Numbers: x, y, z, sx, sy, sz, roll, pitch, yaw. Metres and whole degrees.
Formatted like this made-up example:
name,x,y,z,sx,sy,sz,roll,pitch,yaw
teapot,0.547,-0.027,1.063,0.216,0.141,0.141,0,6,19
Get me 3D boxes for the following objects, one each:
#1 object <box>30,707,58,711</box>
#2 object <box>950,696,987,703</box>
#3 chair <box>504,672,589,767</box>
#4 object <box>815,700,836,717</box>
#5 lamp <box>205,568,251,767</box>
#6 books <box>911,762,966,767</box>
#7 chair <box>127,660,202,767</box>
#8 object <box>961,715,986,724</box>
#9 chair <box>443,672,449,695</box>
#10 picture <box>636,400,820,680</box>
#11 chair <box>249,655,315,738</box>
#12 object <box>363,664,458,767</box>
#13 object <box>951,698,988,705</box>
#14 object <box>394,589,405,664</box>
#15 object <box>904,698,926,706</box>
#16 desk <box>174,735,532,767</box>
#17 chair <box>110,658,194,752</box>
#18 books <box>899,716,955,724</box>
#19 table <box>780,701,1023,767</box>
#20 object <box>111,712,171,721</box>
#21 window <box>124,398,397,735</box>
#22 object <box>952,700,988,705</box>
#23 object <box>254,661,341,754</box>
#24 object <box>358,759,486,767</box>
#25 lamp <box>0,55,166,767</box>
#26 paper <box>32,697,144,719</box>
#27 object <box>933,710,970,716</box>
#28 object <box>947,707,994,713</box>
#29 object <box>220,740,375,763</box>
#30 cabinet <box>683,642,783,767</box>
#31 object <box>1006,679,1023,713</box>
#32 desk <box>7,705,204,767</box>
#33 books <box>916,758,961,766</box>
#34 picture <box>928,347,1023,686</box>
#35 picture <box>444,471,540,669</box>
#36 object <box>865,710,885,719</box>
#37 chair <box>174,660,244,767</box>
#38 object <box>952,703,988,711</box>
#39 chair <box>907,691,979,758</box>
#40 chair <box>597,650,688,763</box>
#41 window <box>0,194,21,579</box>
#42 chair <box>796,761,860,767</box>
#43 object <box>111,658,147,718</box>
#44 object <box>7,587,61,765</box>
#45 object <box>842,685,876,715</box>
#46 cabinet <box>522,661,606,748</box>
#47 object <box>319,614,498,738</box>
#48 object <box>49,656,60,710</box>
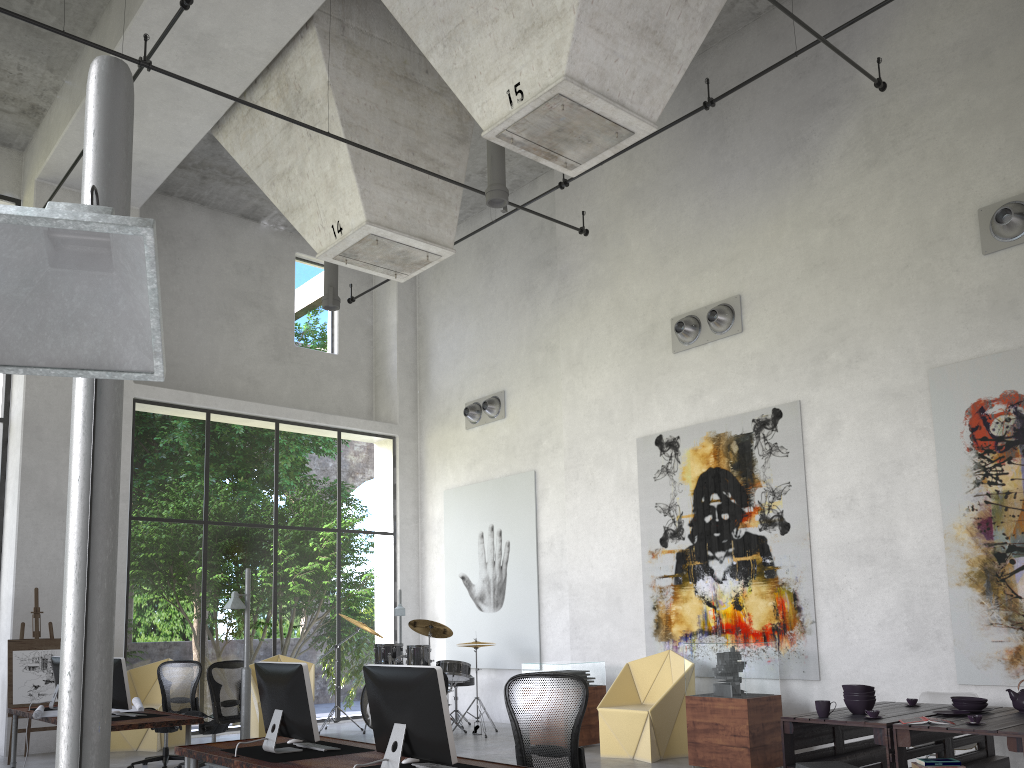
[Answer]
name,x,y,z,sx,sy,sz,roll,pitch,yaw
object,-4.752,3.492,9.445,0.694,0.008,0.864,11,-20,-38
object,3.204,2.228,6.162,0.231,0.057,0.232,12,-20,-40
chair,0.123,2.261,5.023,0.773,1.160,0.809,-5,-11,17
object,2.167,2.249,6.078,0.131,0.107,0.102,-12,-16,39
lamp,-2.755,2.984,9.104,0.600,2.108,0.587,6,-11,-41
books,2.503,2.251,5.162,0.254,0.031,0.179,-4,-16,10
chair,-3.889,3.747,9.989,0.770,1.160,0.811,-1,-11,-2
object,2.871,2.087,5.465,0.138,0.055,0.119,-8,-16,24
chair,-0.822,2.599,6.150,0.799,1.160,0.782,-8,-12,32
picture,2.423,1.907,10.297,0.020,2.955,2.392,5,-13,-40
chair,-3.257,4.434,12.449,0.981,1.144,0.955,3,-12,-21
object,-0.483,1.743,4.584,0.380,0.541,0.727,7,-15,-38
object,3.210,2.238,6.158,0.232,0.061,0.231,-16,-21,42
object,-1.842,4.472,14.507,0.579,2.108,0.609,-1,-9,-6
object,3.062,2.428,6.702,0.138,0.055,0.119,5,-16,-25
desk,-0.881,2.504,4.968,0.983,0.708,3.183,9,-19,-39
chair,-4.855,4.292,11.793,0.980,1.144,0.956,-3,-11,8
books,2.652,2.151,5.623,0.305,0.029,0.228,-6,-16,16
table,2.984,2.669,6.028,1.520,0.778,1.628,10,-18,-40
object,-3.738,3.143,8.284,0.859,0.008,0.697,-14,-20,39
window,-3.758,2.949,13.946,4.603,4.789,0.020,9,-13,-41
object,3.209,2.250,6.152,0.231,0.061,0.232,-16,-21,42
object,-1.377,2.051,5.608,0.380,0.541,0.727,7,-15,-38
object,-0.473,2.018,4.546,0.694,0.008,0.864,11,-20,-38
lamp,-0.467,0.649,0.930,0.580,2.108,0.608,1,-9,-16
paper,-4.304,3.300,8.965,1.081,0.103,0.997,8,-18,-30
object,2.992,2.244,5.983,0.238,0.019,0.237,-16,-21,42
object,3.210,2.285,6.150,0.297,0.023,0.301,-9,-17,25
object,-1.367,2.326,5.569,0.694,0.008,0.864,11,-20,-38
cabinet,2.247,3.258,8.915,0.599,1.229,0.754,7,-13,-40
object,3.575,2.159,6.087,0.214,0.227,0.221,9,-16,-42
desk,-4.142,3.638,8.738,0.983,0.708,3.183,9,-19,-39
books,2.507,2.223,5.164,0.204,0.024,0.147,-3,-15,5
picture,4.831,1.078,7.541,0.020,2.956,2.253,5,-13,-40
picture,-0.380,3.057,14.170,0.020,2.955,2.374,5,-13,-40
object,2.436,2.224,5.915,0.117,0.055,0.140,-11,-17,33
chair,-3.290,3.639,9.655,0.794,1.160,0.787,-4,-11,13
object,3.208,2.265,6.151,0.229,0.046,0.235,-4,-15,8
chair,3.598,2.987,7.263,0.700,0.801,0.784,-9,-14,33
chair,1.543,3.613,9.936,0.943,1.144,0.994,9,-15,-42
window,-9.322,0.648,10.344,6.014,7.684,0.068,8,-12,-41
chair,2.111,2.781,5.825,0.420,0.479,0.448,0,-12,-6
object,-3.748,2.868,8.322,0.723,0.541,0.382,-12,-15,40
object,-5.952,3.612,11.013,0.699,2.099,0.694,6,-12,-40
object,2.471,2.239,6.245,0.216,0.209,0.196,8,-15,-39
cabinet,0.654,3.982,10.941,0.750,0.992,0.746,8,-14,-40
object,-1.429,4.249,13.013,2.999,1.706,1.911,-10,-15,33
object,-4.763,3.217,9.484,0.380,0.541,0.727,7,-15,-38
